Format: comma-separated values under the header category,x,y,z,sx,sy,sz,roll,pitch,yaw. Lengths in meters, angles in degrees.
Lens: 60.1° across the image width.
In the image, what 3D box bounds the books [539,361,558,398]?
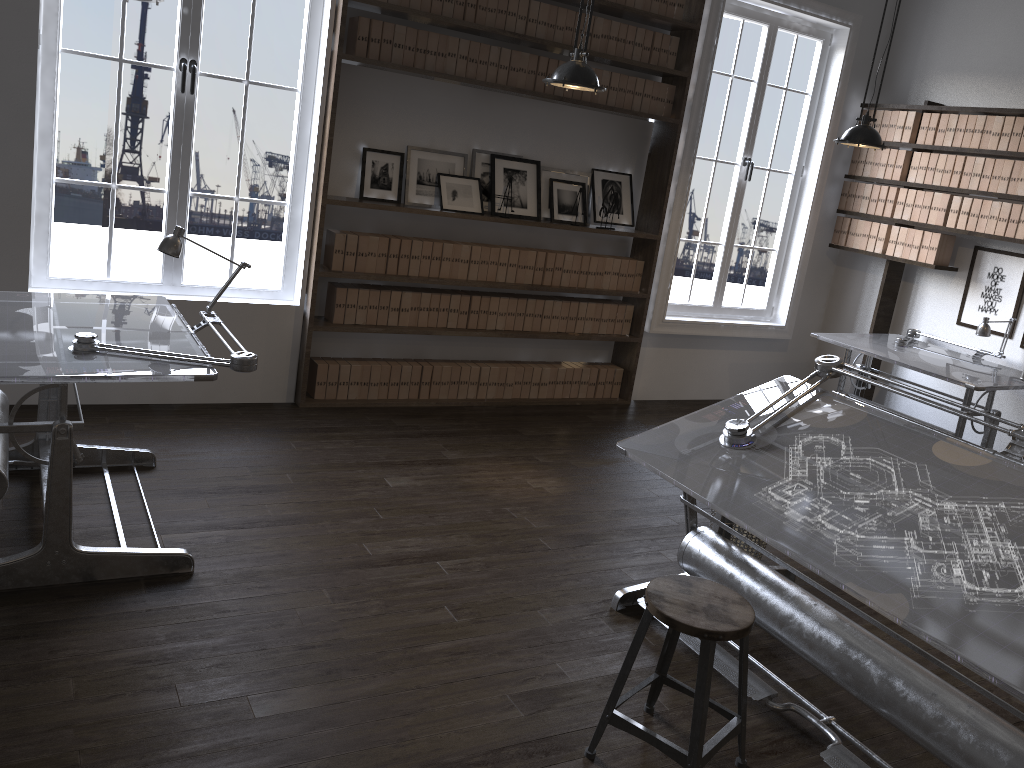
category,x,y,z,sx,sy,sz,roll,pitch,yaw
books,0.240,-0.031,6.309,0.066,0.223,0.176,2,15,-30

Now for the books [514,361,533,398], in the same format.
category,x,y,z,sx,sy,sz,roll,pitch,yaw
books,0.062,-0.031,6.207,0.066,0.223,0.176,2,15,-30

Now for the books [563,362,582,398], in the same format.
category,x,y,z,sx,sy,sz,roll,pitch,yaw
books,0.417,-0.030,6.412,0.066,0.223,0.176,2,15,-30

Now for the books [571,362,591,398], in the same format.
category,x,y,z,sx,sy,sz,roll,pitch,yaw
books,0.481,-0.029,6.444,0.066,0.223,0.176,2,15,-30

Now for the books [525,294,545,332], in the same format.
category,x,y,z,sx,sy,sz,roll,pitch,yaw
books,0.138,-0.491,6.105,0.067,0.223,0.176,2,15,-30

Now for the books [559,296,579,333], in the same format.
category,x,y,z,sx,sy,sz,roll,pitch,yaw
books,0.381,-0.491,6.251,0.066,0.223,0.176,2,15,-30

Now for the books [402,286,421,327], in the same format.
category,x,y,z,sx,sy,sz,roll,pitch,yaw
books,-0.655,-0.496,5.655,0.066,0.223,0.176,2,15,-30

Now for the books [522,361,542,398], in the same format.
category,x,y,z,sx,sy,sz,roll,pitch,yaw
books,0.125,-0.030,6.239,0.067,0.223,0.176,2,15,-30

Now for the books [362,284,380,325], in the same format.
category,x,y,z,sx,sy,sz,roll,pitch,yaw
books,-0.895,-0.497,5.520,0.066,0.223,0.176,2,15,-30

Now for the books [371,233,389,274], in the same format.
category,x,y,z,sx,sy,sz,roll,pitch,yaw
books,-0.832,-0.805,5.462,0.066,0.223,0.176,2,15,-30

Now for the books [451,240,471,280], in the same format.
category,x,y,z,sx,sy,sz,roll,pitch,yaw
books,-0.345,-0.802,5.738,0.066,0.223,0.176,2,15,-30

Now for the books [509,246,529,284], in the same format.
category,x,y,z,sx,sy,sz,roll,pitch,yaw
books,0.026,-0.800,5.947,0.067,0.223,0.176,2,15,-30

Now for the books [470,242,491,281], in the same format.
category,x,y,z,sx,sy,sz,roll,pitch,yaw
books,-0.223,-0.802,5.810,0.066,0.223,0.176,2,15,-30

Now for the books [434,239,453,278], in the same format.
category,x,y,z,sx,sy,sz,roll,pitch,yaw
books,-0.456,-0.802,5.670,0.067,0.223,0.176,2,15,-30

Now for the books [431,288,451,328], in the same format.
category,x,y,z,sx,sy,sz,roll,pitch,yaw
books,-0.478,-0.495,5.758,0.066,0.223,0.176,2,15,-30

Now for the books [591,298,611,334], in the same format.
category,x,y,z,sx,sy,sz,roll,pitch,yaw
books,0.620,-0.489,6.382,0.067,0.223,0.176,2,15,-30

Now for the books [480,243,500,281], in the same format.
category,x,y,z,sx,sy,sz,roll,pitch,yaw
books,-0.163,-0.803,5.847,0.066,0.223,0.176,2,15,-30

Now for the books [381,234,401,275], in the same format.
category,x,y,z,sx,sy,sz,roll,pitch,yaw
books,-0.765,-0.803,5.494,0.067,0.223,0.176,2,15,-30

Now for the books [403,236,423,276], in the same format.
category,x,y,z,sx,sy,sz,roll,pitch,yaw
books,-0.639,-0.803,5.568,0.066,0.223,0.176,2,15,-30

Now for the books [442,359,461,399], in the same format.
category,x,y,z,sx,sy,sz,roll,pitch,yaw
books,-0.422,-0.032,5.923,0.067,0.223,0.176,2,15,-30

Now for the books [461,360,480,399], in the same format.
category,x,y,z,sx,sy,sz,roll,pitch,yaw
books,-0.298,-0.032,5.998,0.066,0.223,0.176,2,15,-30

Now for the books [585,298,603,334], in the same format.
category,x,y,z,sx,sy,sz,roll,pitch,yaw
books,0.560,-0.491,6.353,0.066,0.223,0.176,2,15,-30

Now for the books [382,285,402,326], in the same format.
category,x,y,z,sx,sy,sz,roll,pitch,yaw
books,-0.771,-0.495,5.585,0.067,0.223,0.176,2,15,-30

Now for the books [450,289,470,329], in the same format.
category,x,y,z,sx,sy,sz,roll,pitch,yaw
books,-0.355,-0.495,5.829,0.066,0.223,0.176,2,15,-30

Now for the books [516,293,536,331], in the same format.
category,x,y,z,sx,sy,sz,roll,pitch,yaw
books,0.081,-0.492,6.077,0.066,0.223,0.176,2,15,-30

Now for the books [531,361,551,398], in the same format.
category,x,y,z,sx,sy,sz,roll,pitch,yaw
books,0.186,-0.030,6.276,0.066,0.223,0.176,2,15,-30

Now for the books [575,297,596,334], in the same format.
category,x,y,z,sx,sy,sz,roll,pitch,yaw
books,0.506,-0.490,6.320,0.066,0.223,0.176,2,15,-30

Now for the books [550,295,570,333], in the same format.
category,x,y,z,sx,sy,sz,roll,pitch,yaw
books,0.320,-0.492,6.218,0.066,0.223,0.176,2,15,-30

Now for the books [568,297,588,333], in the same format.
category,x,y,z,sx,sy,sz,roll,pitch,yaw
books,0.444,-0.490,6.283,0.067,0.223,0.176,2,15,-30

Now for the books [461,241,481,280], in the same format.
category,x,y,z,sx,sy,sz,roll,pitch,yaw
books,-0.282,-0.802,5.772,0.067,0.223,0.176,2,15,-30

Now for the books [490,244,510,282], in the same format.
category,x,y,z,sx,sy,sz,roll,pitch,yaw
books,-0.101,-0.801,5.878,0.066,0.223,0.176,2,15,-30

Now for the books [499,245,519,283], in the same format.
category,x,y,z,sx,sy,sz,roll,pitch,yaw
books,-0.036,-0.800,5.911,0.066,0.223,0.176,2,15,-30

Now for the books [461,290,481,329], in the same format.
category,x,y,z,sx,sy,sz,roll,pitch,yaw
books,-0.288,-0.493,5.862,0.067,0.223,0.176,2,15,-30

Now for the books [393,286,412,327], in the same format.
category,x,y,z,sx,sy,sz,roll,pitch,yaw
books,-0.709,-0.495,5.622,0.066,0.223,0.176,2,15,-30

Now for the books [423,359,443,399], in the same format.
category,x,y,z,sx,sy,sz,roll,pitch,yaw
books,-0.537,-0.034,5.865,0.066,0.223,0.176,2,15,-30

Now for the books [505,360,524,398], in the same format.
category,x,y,z,sx,sy,sz,roll,pitch,yaw
books,0.000,-0.032,6.174,0.066,0.223,0.176,2,15,-30

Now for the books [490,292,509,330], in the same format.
category,x,y,z,sx,sy,sz,roll,pitch,yaw
books,-0.105,-0.493,5.969,0.066,0.223,0.176,2,15,-30

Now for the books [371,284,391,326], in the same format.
category,x,y,z,sx,sy,sz,roll,pitch,yaw
books,-0.834,-0.496,5.553,0.066,0.223,0.176,2,15,-30

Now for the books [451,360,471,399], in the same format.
category,x,y,z,sx,sy,sz,roll,pitch,yaw
books,-0.359,-0.031,5.959,0.066,0.223,0.176,2,15,-30

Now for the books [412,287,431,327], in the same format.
category,x,y,z,sx,sy,sz,roll,pitch,yaw
books,-0.595,-0.494,5.684,0.067,0.223,0.176,2,15,-30

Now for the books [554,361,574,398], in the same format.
category,x,y,z,sx,sy,sz,roll,pitch,yaw
books,0.356,-0.030,6.377,0.066,0.223,0.176,2,15,-30

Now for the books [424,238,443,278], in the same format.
category,x,y,z,sx,sy,sz,roll,pitch,yaw
books,-0.518,-0.804,5.642,0.066,0.223,0.176,2,15,-30

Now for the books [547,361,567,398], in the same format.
category,x,y,z,sx,sy,sz,roll,pitch,yaw
books,0.300,-0.029,6.339,0.067,0.223,0.176,2,15,-30

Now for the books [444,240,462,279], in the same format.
category,x,y,z,sx,sy,sz,roll,pitch,yaw
books,-0.401,-0.803,5.708,0.066,0.223,0.176,2,15,-30

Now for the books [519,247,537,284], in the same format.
category,x,y,z,sx,sy,sz,roll,pitch,yaw
books,0.079,-0.801,5.983,0.066,0.223,0.176,2,15,-30

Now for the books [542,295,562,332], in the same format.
category,x,y,z,sx,sy,sz,roll,pitch,yaw
books,0.261,-0.491,6.180,0.066,0.223,0.176,2,15,-30

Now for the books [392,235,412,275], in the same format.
category,x,y,z,sx,sy,sz,roll,pitch,yaw
books,-0.702,-0.805,5.536,0.066,0.223,0.176,2,15,-30

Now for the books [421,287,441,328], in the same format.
category,x,y,z,sx,sy,sz,roll,pitch,yaw
books,-0.540,-0.495,5.723,0.066,0.223,0.176,2,15,-30

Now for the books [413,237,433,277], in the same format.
category,x,y,z,sx,sy,sz,roll,pitch,yaw
books,-0.579,-0.804,5.607,0.066,0.223,0.176,2,15,-30

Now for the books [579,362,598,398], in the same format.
category,x,y,z,sx,sy,sz,roll,pitch,yaw
books,0.540,-0.030,6.483,0.066,0.223,0.176,2,15,-30

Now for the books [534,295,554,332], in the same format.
category,x,y,z,sx,sy,sz,roll,pitch,yaw
books,0.200,-0.491,6.141,0.066,0.223,0.176,2,15,-30

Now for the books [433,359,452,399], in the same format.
category,x,y,z,sx,sy,sz,roll,pitch,yaw
books,-0.479,-0.033,5.895,0.066,0.223,0.176,2,15,-30

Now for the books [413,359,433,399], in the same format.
category,x,y,z,sx,sy,sz,roll,pitch,yaw
books,-0.598,-0.033,5.823,0.067,0.223,0.176,2,15,-30

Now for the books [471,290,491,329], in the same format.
category,x,y,z,sx,sy,sz,roll,pitch,yaw
books,-0.226,-0.494,5.904,0.066,0.223,0.176,2,15,-30
